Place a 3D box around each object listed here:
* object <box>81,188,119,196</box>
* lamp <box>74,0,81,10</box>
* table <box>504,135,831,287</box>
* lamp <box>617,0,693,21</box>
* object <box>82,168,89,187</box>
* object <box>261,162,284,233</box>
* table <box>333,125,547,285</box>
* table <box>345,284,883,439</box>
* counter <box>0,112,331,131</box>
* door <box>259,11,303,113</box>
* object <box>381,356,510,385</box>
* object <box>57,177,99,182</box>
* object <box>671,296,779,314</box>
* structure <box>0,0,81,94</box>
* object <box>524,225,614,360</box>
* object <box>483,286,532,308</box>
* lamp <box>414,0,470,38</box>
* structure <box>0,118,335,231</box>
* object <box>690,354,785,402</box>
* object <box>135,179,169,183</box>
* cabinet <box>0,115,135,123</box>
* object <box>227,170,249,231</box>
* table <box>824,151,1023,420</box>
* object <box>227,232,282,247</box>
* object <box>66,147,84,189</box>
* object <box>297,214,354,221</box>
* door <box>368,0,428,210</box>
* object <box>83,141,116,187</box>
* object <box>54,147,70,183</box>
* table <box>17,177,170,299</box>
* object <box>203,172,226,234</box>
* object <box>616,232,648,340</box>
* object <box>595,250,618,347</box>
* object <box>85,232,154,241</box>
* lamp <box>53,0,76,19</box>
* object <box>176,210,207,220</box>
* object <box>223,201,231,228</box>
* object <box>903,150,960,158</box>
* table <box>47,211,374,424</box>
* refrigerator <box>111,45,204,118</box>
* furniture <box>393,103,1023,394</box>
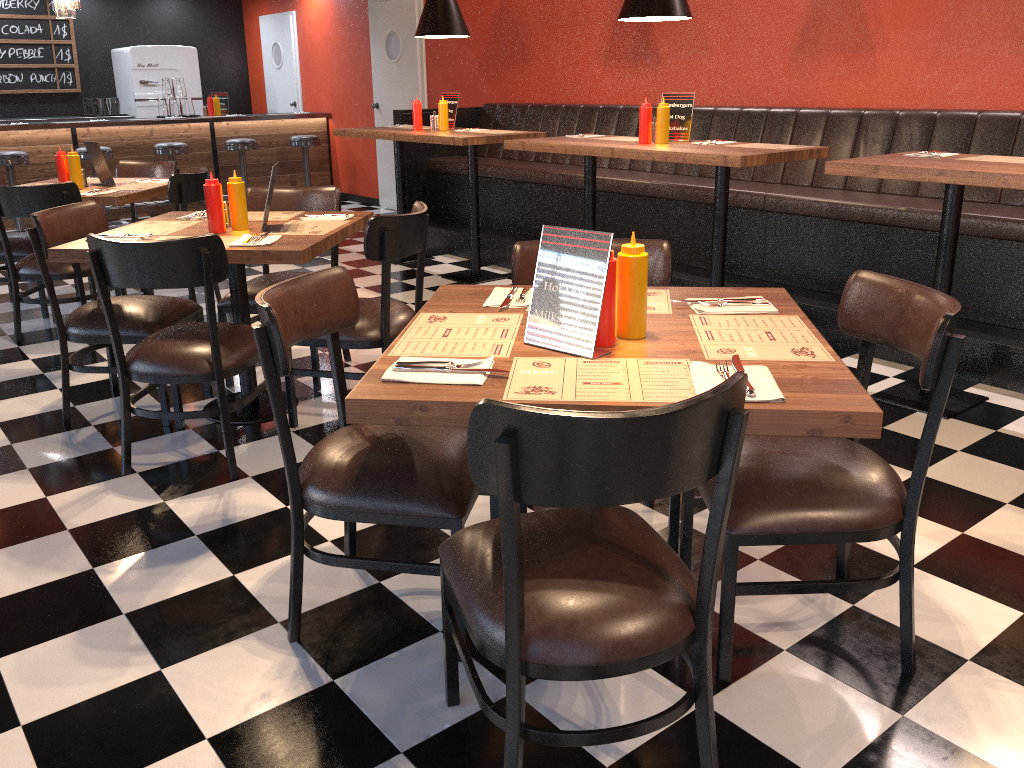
[{"bbox_3d":[-2.282,-1.065,4.895,0.157,0.019,0.258,2,19,7],"label":"object"},{"bbox_3d":[-2.534,-3.072,4.780,0.109,1.941,0.109,12,21,37],"label":"lamp"},{"bbox_3d":[0.760,-0.816,4.886,0.699,0.987,1.705,-14,23,-36],"label":"table"},{"bbox_3d":[0.719,-2.844,4.266,0.382,2.019,0.387,0,17,3],"label":"lamp"},{"bbox_3d":[-2.529,-1.224,5.195,0.094,0.134,0.047,14,23,40],"label":"object"},{"bbox_3d":[-0.970,-0.750,3.549,0.072,0.254,0.190,-3,18,-8],"label":"object"},{"bbox_3d":[-0.561,-1.341,6.482,0.699,0.987,1.705,-14,23,-36],"label":"table"},{"bbox_3d":[0.226,0.247,2.154,0.960,0.764,0.969,1,18,6],"label":"table"},{"bbox_3d":[-5.098,-2.496,8.623,7.077,0.049,0.680,-15,24,-36],"label":"counter"},{"bbox_3d":[-2.940,-3.588,11.355,0.162,2.152,1.034,-14,21,-36],"label":"door"},{"bbox_3d":[-0.125,-0.033,1.780,0.255,0.019,0.159,2,19,9],"label":"object"},{"bbox_3d":[-2.735,-1.284,5.557,0.157,0.019,0.258,2,19,9],"label":"object"},{"bbox_3d":[0.535,-0.205,2.253,0.255,0.019,0.159,-1,19,0],"label":"object"},{"bbox_3d":[-7.005,-3.596,9.247,4.567,1.132,0.201,-15,22,-36],"label":"structure"},{"bbox_3d":[0.118,-0.199,1.891,0.189,0.254,0.073,14,23,40],"label":"object"},{"bbox_3d":[0.011,-0.230,2.351,0.157,0.019,0.258,2,19,8],"label":"object"},{"bbox_3d":[-0.488,-3.324,5.724,0.382,2.019,0.387,0,17,3],"label":"lamp"},{"bbox_3d":[-4.896,-1.905,8.546,7.077,1.027,0.217,-15,22,-36],"label":"structure"},{"bbox_3d":[0.426,-0.016,1.707,0.157,0.019,0.258,1,19,6],"label":"object"},{"bbox_3d":[-2.196,-1.243,5.413,0.255,0.019,0.159,-1,19,1],"label":"object"},{"bbox_3d":[-6.806,-2.267,9.481,5.312,0.987,0.680,-15,23,-36],"label":"cabinet"},{"bbox_3d":[-1.096,-0.734,3.539,0.068,0.235,0.068,-12,20,-31],"label":"object"},{"bbox_3d":[2.074,-0.294,3.299,0.699,0.987,1.705,-14,23,-36],"label":"table"},{"bbox_3d":[-0.955,-0.546,3.317,0.157,0.019,0.258,-1,19,0],"label":"object"},{"bbox_3d":[-2.502,-1.236,5.071,0.068,0.235,0.068,-8,18,-22],"label":"object"},{"bbox_3d":[-0.821,-0.726,3.837,0.255,0.019,0.159,2,19,8],"label":"object"},{"bbox_3d":[-1.190,-2.892,9.241,0.162,2.152,1.034,-14,21,-36],"label":"door"},{"bbox_3d":[-2.435,-1.302,5.231,0.189,0.254,0.073,14,23,40],"label":"object"},{"bbox_3d":[-2.589,-1.247,5.106,0.068,0.235,0.068,0,17,4],"label":"object"},{"bbox_3d":[-2.511,-0.803,5.349,0.956,0.764,0.972,1,18,6],"label":"table"},{"bbox_3d":[-1.171,-0.714,3.485,0.068,0.235,0.068,-12,20,-31],"label":"object"},{"bbox_3d":[0.268,-0.221,1.977,0.068,0.235,0.068,-12,20,-31],"label":"object"},{"bbox_3d":[0.194,-0.202,1.923,0.068,0.235,0.068,-12,20,-31],"label":"object"},{"bbox_3d":[-1.492,-0.571,3.418,0.255,0.019,0.159,1,19,6],"label":"object"},{"bbox_3d":[-2.512,-2.977,4.681,0.108,1.941,0.110,2,17,8],"label":"lamp"},{"bbox_3d":[-1.385,-0.753,3.941,0.157,0.019,0.258,2,19,9],"label":"object"},{"bbox_3d":[-1.180,-0.703,3.611,0.047,0.134,0.095,3,18,11],"label":"object"},{"bbox_3d":[1.774,-0.978,3.763,0.256,0.019,0.158,-17,25,-39],"label":"object"},{"bbox_3d":[-1.153,-0.271,3.730,0.960,0.764,0.969,1,18,6],"label":"table"},{"bbox_3d":[-4.365,-3.283,11.103,0.807,1.781,0.856,-14,21,-36],"label":"refrigerator"},{"bbox_3d":[2.171,-0.799,4.540,1.110,1.135,8.824,-14,23,-36],"label":"furniture"}]
